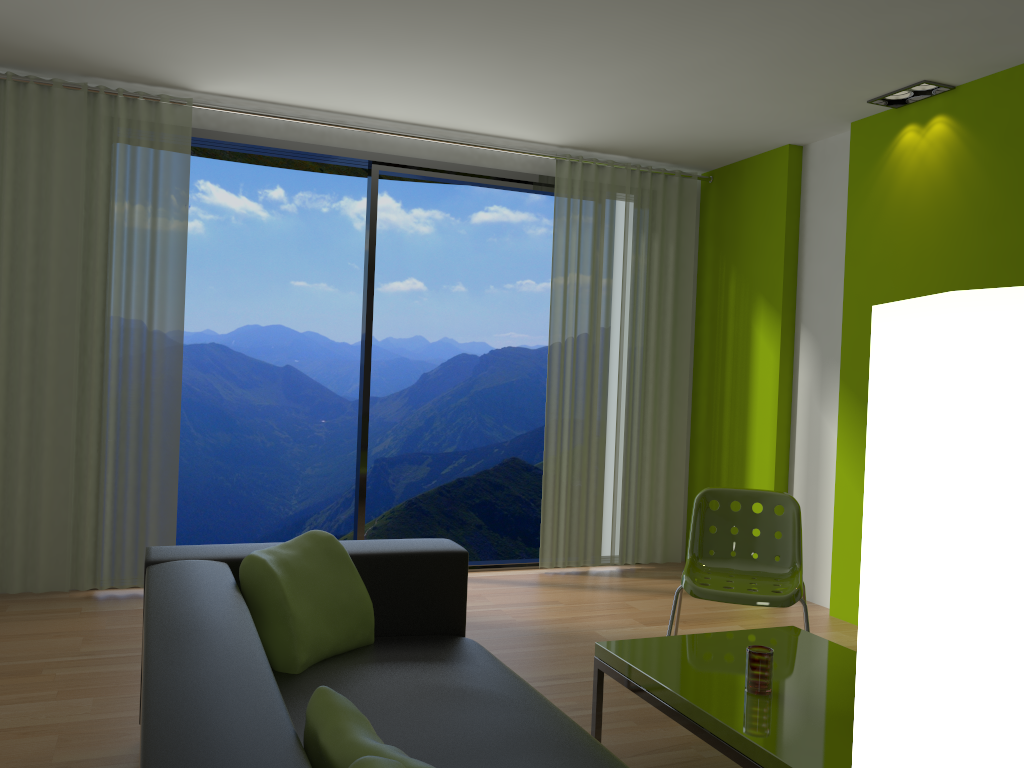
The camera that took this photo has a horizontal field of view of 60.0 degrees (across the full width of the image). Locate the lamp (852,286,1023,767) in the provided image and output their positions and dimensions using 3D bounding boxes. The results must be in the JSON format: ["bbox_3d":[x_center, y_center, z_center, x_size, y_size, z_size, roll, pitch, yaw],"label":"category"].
[{"bbox_3d":[0.274,0.593,0.366,0.302,1.244,0.295,2,0,-22],"label":"lamp"}]

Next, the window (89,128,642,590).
[{"bbox_3d":[-0.673,-0.094,5.359,3.336,2.498,0.219,2,0,-22],"label":"window"}]

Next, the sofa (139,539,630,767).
[{"bbox_3d":[-0.206,0.868,1.830,1.061,0.639,2.583,2,0,-22],"label":"sofa"}]

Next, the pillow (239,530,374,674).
[{"bbox_3d":[-0.611,0.635,2.600,0.269,0.362,0.399,3,0,26],"label":"pillow"}]

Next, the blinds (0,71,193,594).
[{"bbox_3d":[-2.204,-0.233,4.493,1.012,2.568,0.067,2,0,-22],"label":"blinds"}]

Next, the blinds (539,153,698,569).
[{"bbox_3d":[0.684,-0.124,5.667,1.012,2.568,0.067,2,0,-22],"label":"blinds"}]

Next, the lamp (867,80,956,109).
[{"bbox_3d":[1.904,-1.441,4.238,0.192,0.131,0.352,2,0,-22],"label":"lamp"}]

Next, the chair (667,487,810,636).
[{"bbox_3d":[0.948,0.839,3.664,0.640,0.759,0.546,2,0,16],"label":"chair"}]

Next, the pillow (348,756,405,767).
[{"bbox_3d":[-0.040,0.674,1.040,0.210,0.403,0.457,2,1,-36],"label":"pillow"}]

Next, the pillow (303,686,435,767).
[{"bbox_3d":[-0.201,0.680,1.399,0.164,0.317,0.380,2,1,-39],"label":"pillow"}]

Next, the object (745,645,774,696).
[{"bbox_3d":[0.700,0.811,2.510,0.076,0.122,0.075,2,0,12],"label":"object"}]

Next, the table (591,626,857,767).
[{"bbox_3d":[0.955,1.055,2.288,0.810,0.349,1.682,2,0,-22],"label":"table"}]
